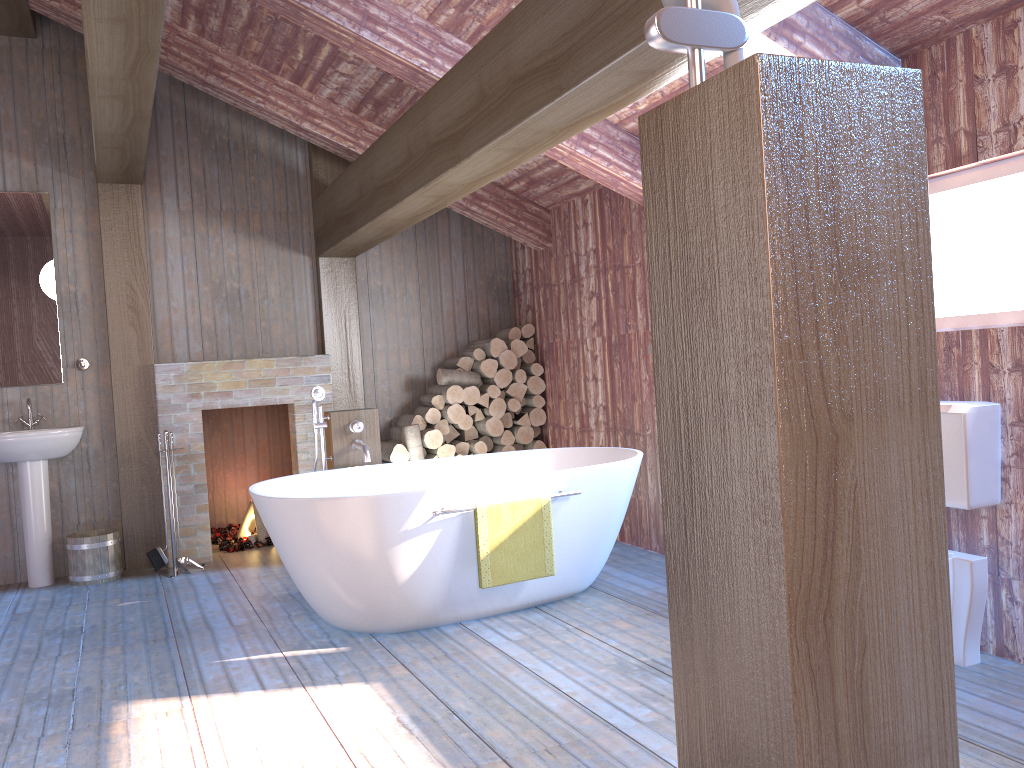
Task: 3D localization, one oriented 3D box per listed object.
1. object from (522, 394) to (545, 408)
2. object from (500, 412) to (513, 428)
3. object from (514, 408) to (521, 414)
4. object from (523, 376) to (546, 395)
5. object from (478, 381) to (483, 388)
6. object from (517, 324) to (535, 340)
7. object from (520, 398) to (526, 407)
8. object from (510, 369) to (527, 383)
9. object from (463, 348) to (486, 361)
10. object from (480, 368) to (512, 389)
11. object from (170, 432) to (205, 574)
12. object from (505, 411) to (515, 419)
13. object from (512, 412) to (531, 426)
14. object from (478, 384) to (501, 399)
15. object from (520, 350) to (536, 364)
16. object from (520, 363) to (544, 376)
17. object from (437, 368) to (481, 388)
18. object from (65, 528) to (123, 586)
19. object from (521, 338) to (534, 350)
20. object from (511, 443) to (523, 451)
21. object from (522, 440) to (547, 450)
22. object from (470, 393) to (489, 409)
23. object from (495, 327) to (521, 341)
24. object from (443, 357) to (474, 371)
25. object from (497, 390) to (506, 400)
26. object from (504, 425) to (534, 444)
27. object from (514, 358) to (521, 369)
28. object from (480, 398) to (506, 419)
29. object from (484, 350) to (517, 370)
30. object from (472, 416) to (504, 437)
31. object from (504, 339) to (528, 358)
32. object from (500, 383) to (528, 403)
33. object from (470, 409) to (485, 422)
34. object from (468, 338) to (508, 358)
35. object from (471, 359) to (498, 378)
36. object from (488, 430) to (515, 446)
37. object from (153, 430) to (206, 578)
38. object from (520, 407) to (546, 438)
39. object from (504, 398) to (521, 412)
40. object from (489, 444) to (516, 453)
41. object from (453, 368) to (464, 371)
[{"bbox_3d":[0.107,0.124,6.606,0.102,0.109,0.438,-4,1,-24],"label":"object"},{"bbox_3d":[-0.109,0.260,6.493,0.111,0.118,0.302,-4,1,-25],"label":"object"},{"bbox_3d":[0.003,0.189,6.546,0.067,0.069,0.177,-4,1,-24],"label":"object"},{"bbox_3d":[0.090,0.007,6.603,0.147,0.152,0.439,-4,1,-24],"label":"object"},{"bbox_3d":[-0.323,-0.006,6.521,0.121,0.124,0.291,-4,1,-23],"label":"object"},{"bbox_3d":[0.065,-0.384,6.632,0.112,0.113,0.271,-4,1,-24],"label":"object"},{"bbox_3d":[0.032,0.130,6.622,0.088,0.092,0.280,-4,1,-23],"label":"object"},{"bbox_3d":[-0.021,-0.054,6.549,0.089,0.106,0.437,-4,1,-23],"label":"object"},{"bbox_3d":[-0.275,-0.211,6.427,0.094,0.097,0.227,-4,1,-23],"label":"object"},{"bbox_3d":[-0.148,-0.032,6.494,0.143,0.151,0.440,-4,1,-24],"label":"object"},{"bbox_3d":[-2.056,0.727,5.493,0.206,0.871,0.126,-3,1,19],"label":"object"},{"bbox_3d":[-0.048,0.229,6.522,0.065,0.069,0.177,-4,1,-25],"label":"object"},{"bbox_3d":[0.001,0.253,6.557,0.115,0.112,0.423,-4,1,-24],"label":"object"},{"bbox_3d":[-0.213,0.051,6.459,0.102,0.109,0.438,-4,1,-24],"label":"object"},{"bbox_3d":[0.072,-0.202,6.634,0.107,0.115,0.269,-4,1,-23],"label":"object"},{"bbox_3d":[0.096,-0.107,6.603,0.102,0.109,0.438,-4,1,-24],"label":"object"},{"bbox_3d":[-0.378,-0.041,6.279,0.302,0.157,0.121,-4,1,-23],"label":"object"},{"bbox_3d":[-2.553,1.056,5.422,0.309,0.290,0.308,-4,1,-14],"label":"object"},{"bbox_3d":[0.068,-0.298,6.649,0.081,0.100,0.281,-4,1,-24],"label":"object"},{"bbox_3d":[-0.036,0.487,6.648,0.118,0.106,0.319,-4,1,-26],"label":"object"},{"bbox_3d":[0.101,0.478,6.623,0.139,0.137,0.455,-4,1,-26],"label":"object"},{"bbox_3d":[-0.290,0.128,6.424,0.109,0.124,0.424,-4,1,-25],"label":"object"},{"bbox_3d":[-0.031,-0.353,6.588,0.104,0.121,0.270,-4,1,-23],"label":"object"},{"bbox_3d":[-0.392,-0.134,6.491,0.140,0.121,0.319,-4,1,-22],"label":"object"},{"bbox_3d":[-0.135,0.093,6.474,0.095,0.090,0.278,-4,1,-23],"label":"object"},{"bbox_3d":[0.005,0.370,6.566,0.137,0.133,0.437,-4,1,-26],"label":"object"},{"bbox_3d":[-0.048,-0.139,6.650,0.132,0.119,0.319,-4,1,-23],"label":"object"},{"bbox_3d":[-0.186,0.178,6.475,0.136,0.157,0.439,-4,1,-23],"label":"object"},{"bbox_3d":[-0.121,-0.171,6.508,0.141,0.143,0.437,-4,1,-26],"label":"object"},{"bbox_3d":[-0.217,0.304,6.459,0.141,0.143,0.437,-4,1,-26],"label":"object"},{"bbox_3d":[-0.036,-0.254,6.568,0.133,0.142,0.456,-4,1,-23],"label":"object"},{"bbox_3d":[-0.055,0.065,6.566,0.172,0.151,0.482,-4,1,-23],"label":"object"},{"bbox_3d":[-0.283,0.217,6.435,0.085,0.096,0.280,-4,1,-23],"label":"object"},{"bbox_3d":[-0.181,-0.259,6.501,0.135,0.139,0.456,-4,1,-23],"label":"object"},{"bbox_3d":[-0.251,-0.115,6.468,0.139,0.148,0.458,-4,1,-24],"label":"object"},{"bbox_3d":[-0.096,0.387,6.486,0.114,0.113,0.301,-4,1,-26],"label":"object"},{"bbox_3d":[-2.152,0.730,5.520,0.276,0.888,0.333,-3,1,18],"label":"object"},{"bbox_3d":[0.104,0.291,6.614,0.137,0.256,0.439,-4,1,-24],"label":"object"},{"bbox_3d":[-0.070,0.148,6.525,0.102,0.109,0.438,-4,1,-24],"label":"object"},{"bbox_3d":[-0.086,0.495,6.485,0.116,0.117,0.289,-4,1,-26],"label":"object"},{"bbox_3d":[-0.435,-0.046,6.470,0.113,0.130,0.291,-4,1,-23],"label":"object"}]
